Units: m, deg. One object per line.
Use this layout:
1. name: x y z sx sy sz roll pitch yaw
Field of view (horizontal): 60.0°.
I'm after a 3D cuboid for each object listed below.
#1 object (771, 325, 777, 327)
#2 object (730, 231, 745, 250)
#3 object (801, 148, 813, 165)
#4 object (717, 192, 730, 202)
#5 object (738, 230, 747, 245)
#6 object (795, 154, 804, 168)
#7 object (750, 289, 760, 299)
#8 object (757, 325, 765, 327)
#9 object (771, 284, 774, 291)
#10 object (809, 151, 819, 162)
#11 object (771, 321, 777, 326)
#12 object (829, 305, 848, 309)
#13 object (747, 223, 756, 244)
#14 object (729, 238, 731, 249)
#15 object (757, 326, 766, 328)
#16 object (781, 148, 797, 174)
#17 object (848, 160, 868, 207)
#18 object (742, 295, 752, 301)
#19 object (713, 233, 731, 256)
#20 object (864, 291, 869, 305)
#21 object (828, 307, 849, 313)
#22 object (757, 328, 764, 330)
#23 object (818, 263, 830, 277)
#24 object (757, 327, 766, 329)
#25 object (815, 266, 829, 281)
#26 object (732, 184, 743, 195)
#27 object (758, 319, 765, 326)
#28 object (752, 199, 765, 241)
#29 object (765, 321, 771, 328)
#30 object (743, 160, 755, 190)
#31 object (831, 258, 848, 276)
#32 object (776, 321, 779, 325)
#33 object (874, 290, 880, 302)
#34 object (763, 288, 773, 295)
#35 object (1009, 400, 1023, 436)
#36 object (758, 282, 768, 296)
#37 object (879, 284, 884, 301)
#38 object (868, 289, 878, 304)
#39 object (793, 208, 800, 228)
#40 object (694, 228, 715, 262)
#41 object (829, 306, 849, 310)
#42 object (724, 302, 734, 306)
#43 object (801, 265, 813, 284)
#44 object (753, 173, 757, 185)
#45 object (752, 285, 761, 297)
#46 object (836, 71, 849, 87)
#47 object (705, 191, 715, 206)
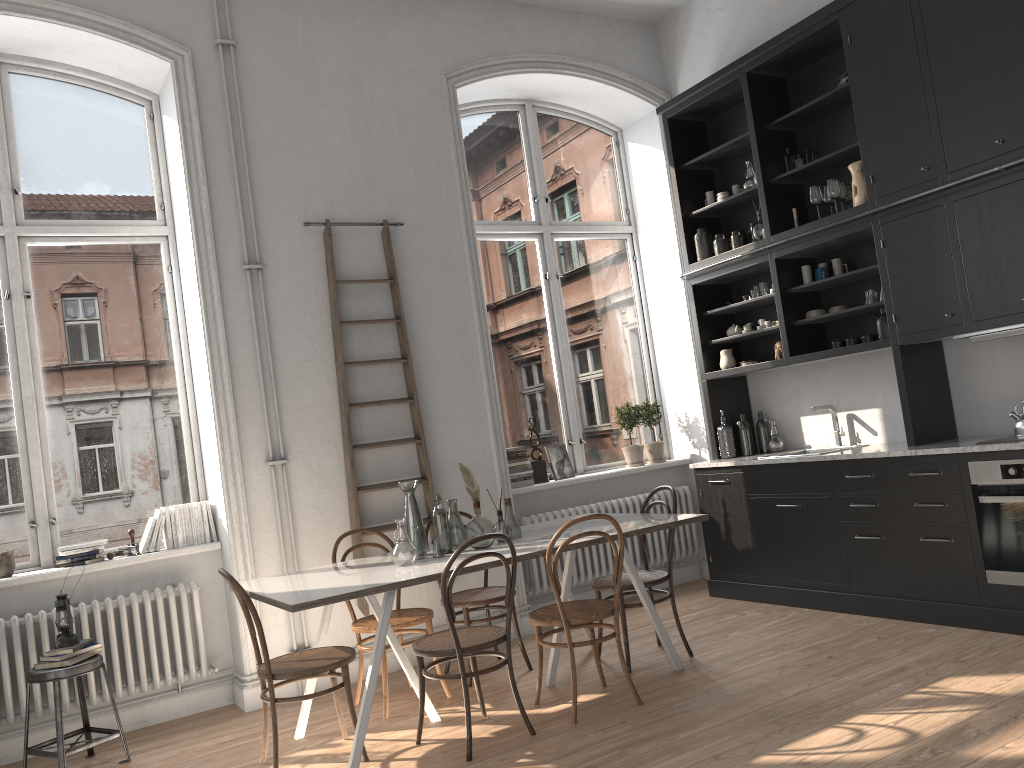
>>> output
1. object: 1.819 -0.393 6.068 0.085 0.015 0.085 -5 -5 -44
2. object: 1.591 -0.999 6.255 0.096 0.150 0.097 -5 -4 -42
3. object: 1.958 -1.467 5.854 0.065 0.177 0.084 -7 -3 -9
4. object: 1.534 -1.334 6.427 0.096 0.095 0.096 -8 -3 3
5. object: 1.645 -1.011 6.392 0.092 0.184 0.092 -9 -3 25
6. object: 1.871 -1.433 5.767 0.053 0.125 0.041 -9 -3 26
7. object: 1.691 -0.617 6.158 0.064 0.069 0.064 -9 -3 17
8. object: 1.742 -0.398 6.150 0.085 0.016 0.085 -8 -3 10
9. object: 1.782 -0.641 5.964 0.064 0.069 0.064 -5 -4 -38
10. object: 1.959 -1.446 5.745 0.044 0.121 0.058 -8 -3 -4
11. object: 1.809 -0.410 6.077 0.049 0.041 0.056 -10 -4 32
12. object: 2.110 -0.481 5.723 0.112 0.036 0.112 -9 -3 12
13. object: 1.714 -1.035 6.228 0.092 0.184 0.092 -7 -3 -16
14. object: 1.625 -0.990 6.527 0.114 0.155 0.114 -9 -3 15
15. object: 1.743 -0.391 6.148 0.085 0.016 0.085 -8 -3 1
16. object: 1.831 -1.461 5.850 0.084 0.199 0.065 -7 -3 -9
17. object: 2.065 -1.182 5.272 0.094 0.267 0.116 -8 -3 11
18. object: 1.656 -0.597 6.232 0.071 0.047 0.072 -8 -3 7
19. object: 1.493 -0.985 6.315 0.114 0.155 0.114 -6 -3 -27
20. object: 2.182 -0.523 5.425 0.058 0.094 0.058 -8 -3 9
21. object: 2.112 -0.466 5.722 0.132 0.038 0.132 -9 -3 17
22. object: 1.745 -0.378 6.148 0.085 0.015 0.085 -5 -5 -44
23. object: 2.035 -0.720 5.806 0.082 0.135 0.059 -8 -3 -3
24. object: 1.744 -0.385 6.148 0.085 0.015 0.085 -5 -5 -44
25. object: 1.993 -0.698 5.706 0.082 0.093 0.140 -9 -4 24
26. object: 1.630 -1.369 6.401 0.059 0.135 0.082 -7 -3 -8
27. object: 1.737 -0.422 6.156 0.039 0.055 0.049 -7 -3 -10
28. object: 1.663 -1.132 5.947 0.134 0.357 0.134 -9 -3 14
29. object: 1.755 -0.403 6.088 0.049 0.054 0.039 -8 -3 -5
30. object: 1.655 -1.431 6.134 0.132 0.219 0.132 -10 -4 34
31. object: 2.099 -0.736 5.683 0.082 0.135 0.059 -11 -4 42
32. object: 1.828 -0.418 6.060 0.048 0.041 0.058 -10 -4 37
33. object: 2.261 -0.530 5.489 0.058 0.094 0.058 -10 -4 36
34. object: 1.748 -0.621 6.032 0.071 0.047 0.072 -8 -3 7
35. object: 2.706 0.170 4.632 0.171 0.186 0.171 -7 -3 -20
36. object: 1.735 -0.646 6.103 0.060 0.107 0.060 -8 -3 -3
37. object: 2.218 -0.569 5.274 0.083 0.158 0.083 -11 -4 44
38. object: 2.174 -0.526 5.353 0.058 0.094 0.058 -8 -3 9
39. object: 1.847 -1.069 5.769 0.123 0.161 0.123 -7 -3 -22
40. object: 1.399 -1.006 6.429 0.118 0.238 0.118 -5 -4 -45
41. object: 2.111 -0.474 5.723 0.123 0.036 0.124 -5 -5 -43
42. object: 1.599 -0.572 6.515 0.071 0.047 0.072 -8 -3 7
43. object: 1.937 -0.705 5.810 0.059 0.135 0.082 -9 -3 27
44. object: 1.683 -1.504 6.011 0.123 0.340 0.119 -7 -3 -12
45. object: 1.731 -0.637 6.244 0.060 0.107 0.060 -9 -3 27
46. object: 2.060 -1.848 5.463 0.055 0.121 0.167 -8 -3 -6
47. object: 1.457 -1.338 6.509 0.059 0.135 0.082 -8 -3 -3
